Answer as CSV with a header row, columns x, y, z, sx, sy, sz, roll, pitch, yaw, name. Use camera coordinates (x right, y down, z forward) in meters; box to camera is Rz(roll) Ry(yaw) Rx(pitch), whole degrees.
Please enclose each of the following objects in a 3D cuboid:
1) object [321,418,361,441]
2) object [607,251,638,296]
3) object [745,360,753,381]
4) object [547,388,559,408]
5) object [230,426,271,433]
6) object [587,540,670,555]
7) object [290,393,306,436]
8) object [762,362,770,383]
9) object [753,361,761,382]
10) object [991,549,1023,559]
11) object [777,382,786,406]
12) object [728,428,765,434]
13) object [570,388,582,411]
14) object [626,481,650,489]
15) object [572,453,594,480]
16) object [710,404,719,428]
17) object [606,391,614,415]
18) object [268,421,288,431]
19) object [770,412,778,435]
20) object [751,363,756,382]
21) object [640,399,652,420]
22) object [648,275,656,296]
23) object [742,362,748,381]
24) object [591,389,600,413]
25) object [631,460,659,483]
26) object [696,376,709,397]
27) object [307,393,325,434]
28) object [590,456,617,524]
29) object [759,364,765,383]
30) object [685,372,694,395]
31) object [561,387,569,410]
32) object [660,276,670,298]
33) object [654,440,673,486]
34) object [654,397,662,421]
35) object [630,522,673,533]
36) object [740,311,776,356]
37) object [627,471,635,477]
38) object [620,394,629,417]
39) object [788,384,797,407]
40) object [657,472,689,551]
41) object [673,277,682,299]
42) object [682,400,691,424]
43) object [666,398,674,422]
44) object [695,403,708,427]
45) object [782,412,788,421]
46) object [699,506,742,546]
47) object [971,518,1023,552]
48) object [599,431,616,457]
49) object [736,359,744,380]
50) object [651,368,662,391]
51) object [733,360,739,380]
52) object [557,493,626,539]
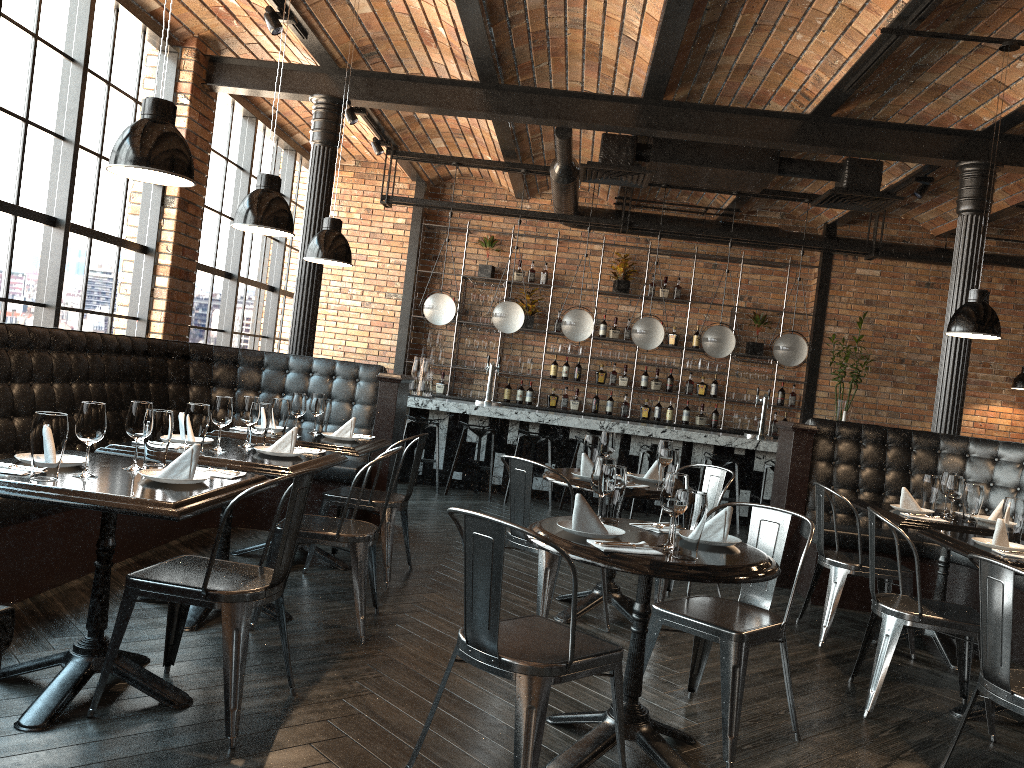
x,y,z,sx,sy,sz,roll,pitch,yaw,name
-1.005,0.260,5.250,0.232,0.139,0.232,7,1,1,object
1.371,-1.381,11.057,0.425,0.526,0.430,7,1,6,object
2.898,-0.164,10.829,0.092,0.244,0.092,7,1,43,object
0.511,0.174,11.083,0.151,0.248,0.094,7,1,-7,object
-1.465,0.262,5.063,0.255,0.019,0.157,7,1,4,object
0.375,0.510,2.794,0.255,0.019,0.157,7,1,-16,object
-1.235,0.175,5.105,0.092,0.244,0.092,6,1,-35,object
3.098,-0.139,10.816,0.092,0.244,0.092,7,1,43,object
2.996,-0.152,10.823,0.092,0.244,0.092,7,1,43,object
2.160,0.715,3.702,0.255,0.019,0.157,7,1,9,object
3.313,0.121,10.897,0.086,0.299,0.086,6,1,-37,object
2.869,0.576,10.870,0.437,0.019,0.273,7,1,4,object
0.802,0.193,11.051,0.123,0.279,0.123,7,1,17,object
0.616,0.518,4.606,0.157,0.019,0.255,7,1,34,object
0.436,0.440,4.696,0.232,0.139,0.232,6,1,-42,object
2.511,0.390,10.952,0.086,0.299,0.086,6,1,-37,object
1.225,0.234,11.043,0.086,0.298,0.086,6,1,-37,object
-1.445,0.207,5.285,0.232,0.139,0.232,7,1,-2,object
3.228,0.486,10.900,0.083,0.282,0.083,7,1,-11,object
3.007,-0.152,10.987,0.092,0.244,0.092,7,1,43,object
1.661,0.313,11.006,0.151,0.248,0.094,7,1,13,object
1.740,-1.214,10.996,0.083,0.282,0.083,7,1,4,object
2.909,-0.164,10.994,0.092,0.244,0.092,7,1,43,object
1.044,0.212,11.023,0.086,0.297,0.086,7,1,38,object
0.787,0.479,4.970,0.232,0.139,0.232,7,1,-26,object
2.350,0.031,10.958,0.151,0.248,0.094,7,1,13,object
-1.185,0.178,5.363,0.092,0.244,0.092,6,1,-35,object
0.322,0.385,3.172,0.092,0.244,0.092,6,1,-33,object
3.110,-0.140,10.980,0.092,0.244,0.092,7,1,43,object
2.200,-0.005,10.969,0.083,0.282,0.083,7,1,-11,object
0.666,0.174,11.074,0.083,0.282,0.083,7,1,4,object
1.894,-1.192,10.987,0.123,0.279,0.123,7,1,7,object
0.817,0.426,4.776,0.092,0.244,0.092,7,1,3,object
1.817,0.307,11.009,0.086,0.298,0.086,6,1,-37,object
0.543,0.525,3.270,0.255,0.019,0.157,6,1,-36,object
3.022,-0.618,10.876,0.374,0.560,0.398,7,1,-24,object
0.612,0.512,5.111,0.255,0.019,0.157,6,1,-36,object
1.405,0.264,11.024,0.083,0.282,0.083,7,1,-11,object
3.446,0.146,10.885,0.083,0.282,0.083,7,1,14,object
0.523,0.412,2.881,0.092,0.244,0.092,7,1,1,object
2.050,-1.176,10.975,0.083,0.282,0.083,7,1,-11,object
2.164,0.348,10.980,0.086,0.298,0.086,6,1,-37,object
1.961,0.325,10.986,0.080,0.299,0.080,7,1,6,object
2.341,0.380,10.947,0.123,0.279,0.123,7,1,-8,object
3.353,0.494,10.906,0.086,0.298,0.086,6,1,-37,object
0.694,0.490,3.120,0.232,0.139,0.232,6,1,-41,object
2.155,0.657,3.898,0.232,0.139,0.232,7,1,-11,object
0.530,0.389,4.980,0.092,0.244,0.092,7,1,3,object
2.789,-0.177,10.837,0.092,0.244,0.092,7,1,43,object
1.791,-0.052,10.983,0.123,0.279,0.123,7,1,-8,object
2.800,-0.178,11.001,0.092,0.244,0.092,7,1,43,object
0.272,0.440,2.983,0.232,0.139,0.232,7,1,0,object
